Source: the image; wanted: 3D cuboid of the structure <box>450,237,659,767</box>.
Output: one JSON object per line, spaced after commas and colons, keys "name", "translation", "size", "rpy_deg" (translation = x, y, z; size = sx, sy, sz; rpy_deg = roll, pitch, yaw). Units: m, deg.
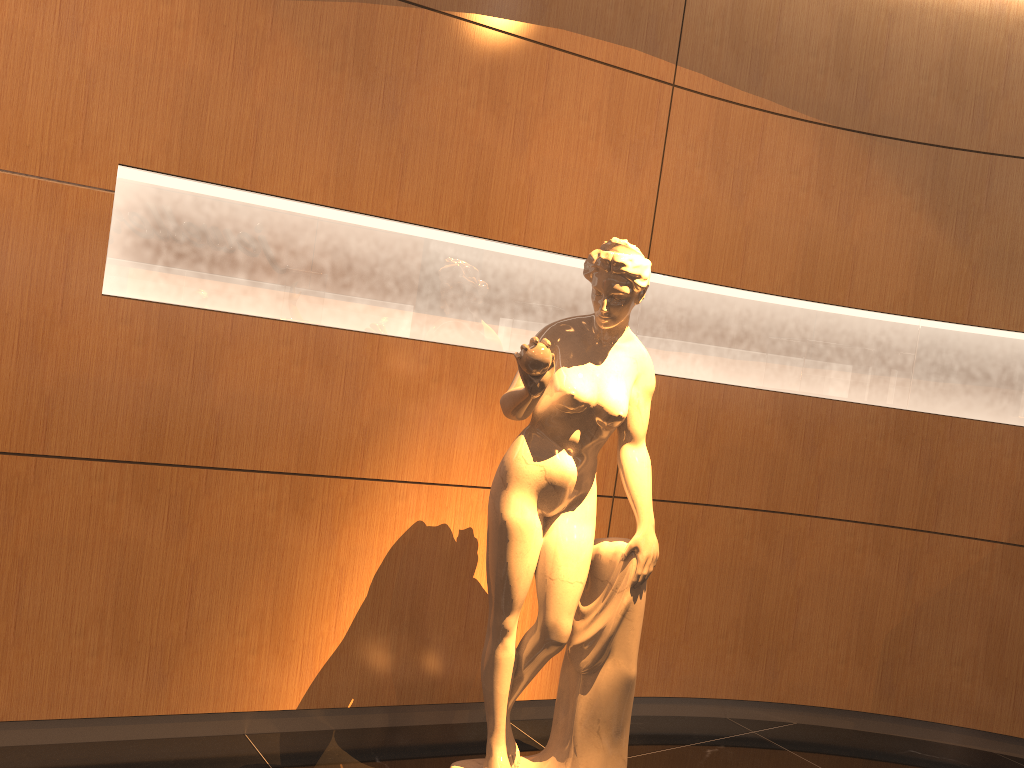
{"name": "structure", "translation": [0.129, 0.455, 2.833], "size": [0.733, 1.836, 0.477], "rpy_deg": [7, 2, -36]}
